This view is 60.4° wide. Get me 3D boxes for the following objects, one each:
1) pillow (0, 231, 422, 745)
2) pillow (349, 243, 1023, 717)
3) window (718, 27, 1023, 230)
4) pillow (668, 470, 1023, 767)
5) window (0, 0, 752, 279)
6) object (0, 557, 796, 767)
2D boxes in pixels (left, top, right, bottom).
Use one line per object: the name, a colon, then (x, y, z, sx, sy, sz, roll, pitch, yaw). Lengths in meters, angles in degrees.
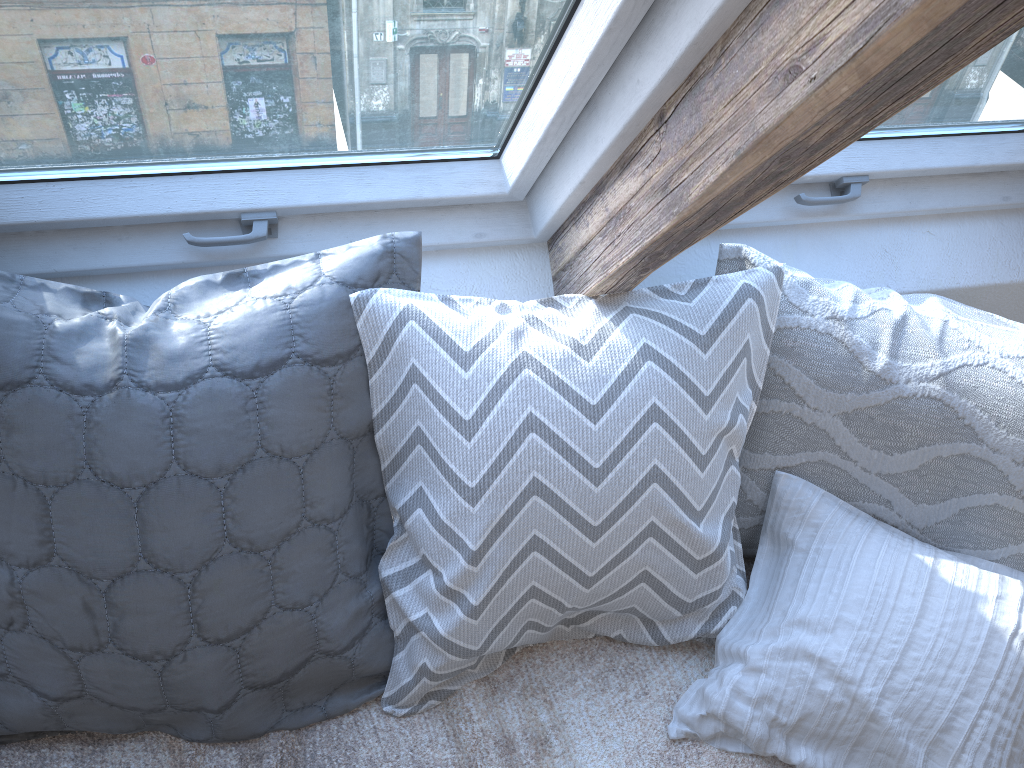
pillow: (-0.715, 0.177, 1.100, 1.268, 0.599, 0.441, -6, 47, -12)
pillow: (0.357, 0.113, 1.333, 1.153, 0.567, 0.471, -3, 46, -9)
window: (0.696, -0.446, 0.700, 0.852, 1.355, 1.034, -7, 47, -13)
pillow: (0.555, 0.416, 1.269, 0.530, 0.258, 0.452, 23, 48, 15)
window: (-0.193, -0.350, 0.500, 0.852, 1.355, 1.034, -7, 47, -13)
object: (-0.486, 1.000, 0.682, 3.176, 0.060, 2.062, -6, 47, -13)
